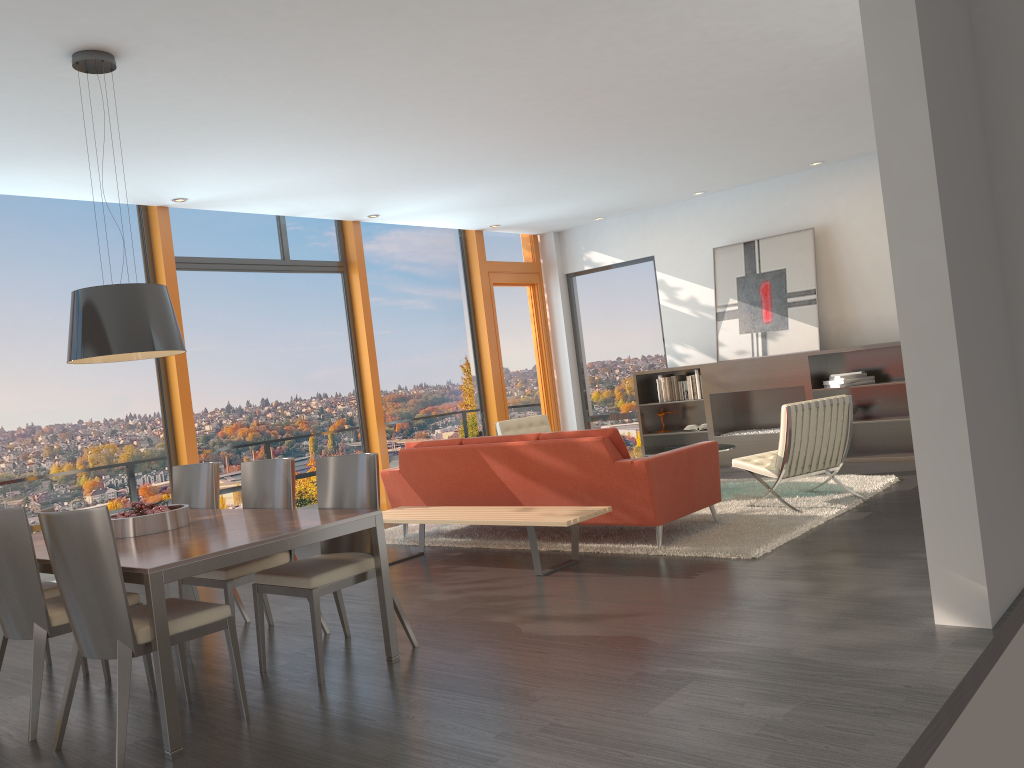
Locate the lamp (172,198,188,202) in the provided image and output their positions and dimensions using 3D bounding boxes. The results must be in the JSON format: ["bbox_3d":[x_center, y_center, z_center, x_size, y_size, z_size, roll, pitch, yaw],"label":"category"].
[{"bbox_3d":[-2.882,-1.594,7.693,0.129,0.010,0.129,-7,0,-5],"label":"lamp"}]

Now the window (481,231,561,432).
[{"bbox_3d":[0.076,-0.494,11.595,0.211,3.346,1.157,-7,0,40],"label":"window"}]

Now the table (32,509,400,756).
[{"bbox_3d":[-1.764,1.122,4.475,2.150,0.764,1.172,-7,0,40],"label":"table"}]

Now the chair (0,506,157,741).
[{"bbox_3d":[-2.100,1.010,4.075,0.548,0.968,0.614,-7,0,40],"label":"chair"}]

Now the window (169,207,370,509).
[{"bbox_3d":[-2.360,-0.183,8.829,0.070,3.346,2.105,-7,0,40],"label":"window"}]

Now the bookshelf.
[{"bbox_3d":[2.974,0.265,9.710,3.385,1.163,0.570,-7,0,40],"label":"bookshelf"}]

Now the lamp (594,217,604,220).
[{"bbox_3d":[1.100,-2.095,11.245,0.129,0.010,0.129,-7,0,-5],"label":"lamp"}]

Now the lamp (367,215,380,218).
[{"bbox_3d":[-1.466,-1.774,9.385,0.129,0.010,0.129,-7,0,-5],"label":"lamp"}]

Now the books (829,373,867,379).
[{"bbox_3d":[3.469,-0.086,9.158,0.300,0.020,0.210,-7,0,-10],"label":"books"}]

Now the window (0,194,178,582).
[{"bbox_3d":[-4.038,0.031,6.823,0.070,3.346,2.925,-7,0,40],"label":"window"}]

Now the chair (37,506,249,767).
[{"bbox_3d":[-1.519,0.942,3.582,0.548,0.968,0.614,-7,0,40],"label":"chair"}]

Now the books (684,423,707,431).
[{"bbox_3d":[2.178,0.500,10.299,0.336,0.064,0.234,-7,0,20],"label":"books"}]

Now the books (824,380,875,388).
[{"bbox_3d":[3.479,0.000,9.157,0.398,0.038,0.314,-7,0,-10],"label":"books"}]

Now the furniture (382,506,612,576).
[{"bbox_3d":[-0.249,1.080,6.217,2.004,0.357,0.493,-7,0,40],"label":"furniture"}]

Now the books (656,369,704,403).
[{"bbox_3d":[2.034,0.011,10.346,0.591,0.339,0.324,-7,0,40],"label":"books"}]

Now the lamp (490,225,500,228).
[{"bbox_3d":[-0.212,-1.934,10.884,0.129,0.010,0.129,-7,0,-5],"label":"lamp"}]

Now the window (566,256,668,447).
[{"bbox_3d":[1.395,-0.650,11.562,1.409,3.340,0.065,-7,0,40],"label":"window"}]

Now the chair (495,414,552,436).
[{"bbox_3d":[0.324,0.749,9.292,0.700,0.817,0.706,-7,0,-40],"label":"chair"}]

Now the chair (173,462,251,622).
[{"bbox_3d":[-2.008,0.992,5.303,0.548,0.968,0.614,-7,0,40],"label":"chair"}]

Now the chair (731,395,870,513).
[{"bbox_3d":[2.199,0.535,6.884,0.700,0.817,0.706,-7,0,-30],"label":"chair"}]

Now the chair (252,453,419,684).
[{"bbox_3d":[-0.897,0.862,4.360,0.548,0.968,0.614,-7,0,40],"label":"chair"}]

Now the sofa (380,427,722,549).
[{"bbox_3d":[0.214,0.771,6.908,2.596,0.852,1.038,-7,0,40],"label":"sofa"}]

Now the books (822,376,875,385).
[{"bbox_3d":[3.475,-0.037,9.158,0.398,0.038,0.314,-7,0,-20],"label":"books"}]

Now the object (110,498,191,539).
[{"bbox_3d":[-1.882,0.673,4.550,0.427,0.154,0.427,-7,0,-6],"label":"object"}]

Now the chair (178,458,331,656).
[{"bbox_3d":[-1.427,0.924,4.810,0.548,0.968,0.614,-7,0,40],"label":"chair"}]

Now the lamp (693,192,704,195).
[{"bbox_3d":[2.173,-2.220,10.335,0.129,0.010,0.129,-7,0,-5],"label":"lamp"}]

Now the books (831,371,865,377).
[{"bbox_3d":[3.466,-0.105,9.158,0.300,0.020,0.210,-7,0,30],"label":"books"}]

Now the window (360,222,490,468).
[{"bbox_3d":[-1.026,-0.354,10.424,0.070,3.346,1.844,-7,0,40],"label":"window"}]

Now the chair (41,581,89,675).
[{"bbox_3d":[-2.630,1.072,4.524,0.548,0.968,0.614,-7,0,40],"label":"chair"}]

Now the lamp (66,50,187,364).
[{"bbox_3d":[-2.056,-0.920,4.533,0.567,1.580,0.567,-7,0,-21],"label":"lamp"}]

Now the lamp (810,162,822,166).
[{"bbox_3d":[3.234,-2.344,9.434,0.129,0.010,0.129,-7,0,-5],"label":"lamp"}]

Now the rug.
[{"bbox_3d":[0.990,1.096,7.723,3.770,0.043,2.985,-7,0,40],"label":"rug"}]

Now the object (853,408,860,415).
[{"bbox_3d":[3.458,0.324,9.205,0.309,0.117,0.309,-7,0,-16],"label":"object"}]

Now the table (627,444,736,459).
[{"bbox_3d":[1.120,0.852,8.072,1.998,0.464,0.948,-7,0,41],"label":"table"}]

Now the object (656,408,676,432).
[{"bbox_3d":[1.827,0.428,10.630,0.201,0.290,0.244,-7,0,-30],"label":"object"}]

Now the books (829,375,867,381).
[{"bbox_3d":[3.471,-0.066,9.158,0.300,0.020,0.210,-7,0,-20],"label":"books"}]

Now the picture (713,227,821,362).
[{"bbox_3d":[2.820,-0.973,9.913,1.208,1.338,0.269,-7,0,40],"label":"picture"}]
